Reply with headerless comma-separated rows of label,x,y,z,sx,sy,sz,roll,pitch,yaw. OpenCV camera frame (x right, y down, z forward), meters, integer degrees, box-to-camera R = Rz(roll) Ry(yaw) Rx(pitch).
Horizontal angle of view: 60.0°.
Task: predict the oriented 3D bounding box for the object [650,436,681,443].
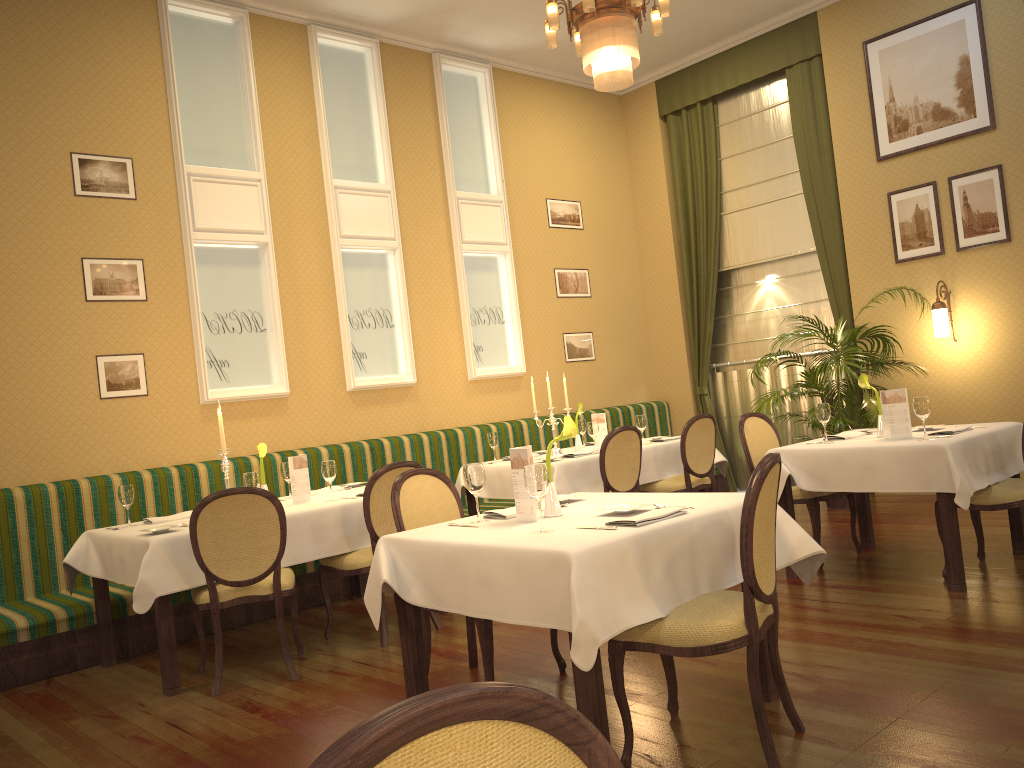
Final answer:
object,1.227,0.437,7.005,0.273,0.024,0.142,-6,-1,-42

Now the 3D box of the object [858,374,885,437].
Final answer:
object,2.130,0.124,5.212,0.076,0.375,0.163,-6,-1,-20

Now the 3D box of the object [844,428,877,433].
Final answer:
object,2.198,0.300,5.584,0.160,0.024,0.160,-6,-1,-42

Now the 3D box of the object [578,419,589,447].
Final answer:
object,0.588,0.411,7.379,0.088,0.229,0.088,-7,-1,6

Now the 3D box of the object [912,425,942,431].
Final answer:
object,2.461,0.265,5.271,0.160,0.024,0.160,-6,-1,-42

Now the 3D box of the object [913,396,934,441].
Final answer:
object,2.177,0.183,4.694,0.088,0.229,0.088,-7,-1,6

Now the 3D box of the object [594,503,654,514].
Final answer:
object,0.411,0.461,3.239,0.160,0.024,0.160,-6,-1,-42

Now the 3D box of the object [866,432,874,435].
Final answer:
object,2.154,0.308,5.481,0.038,0.015,0.181,-6,-1,-41

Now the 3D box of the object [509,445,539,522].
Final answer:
object,0.045,0.378,3.355,0.081,0.277,0.166,-7,-1,4

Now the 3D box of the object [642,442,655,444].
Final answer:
object,1.043,0.461,6.927,0.017,0.010,0.185,-6,-1,-42

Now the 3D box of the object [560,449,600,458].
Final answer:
object,0.492,0.506,6.406,0.273,0.033,0.142,-6,-1,-42

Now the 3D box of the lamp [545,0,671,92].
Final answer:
lamp,0.400,-2.362,4.374,0.593,1.796,0.593,-5,-1,-45

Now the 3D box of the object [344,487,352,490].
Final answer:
object,-1.098,0.682,5.793,0.038,0.015,0.181,-6,-1,-41

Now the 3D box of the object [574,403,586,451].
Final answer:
object,0.534,0.337,7.018,0.076,0.375,0.163,-7,-1,35

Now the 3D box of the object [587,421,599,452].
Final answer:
object,0.606,0.394,6.552,0.088,0.229,0.088,-7,-1,6

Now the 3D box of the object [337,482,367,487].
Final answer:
object,-1.053,0.674,5.896,0.160,0.024,0.160,-6,-1,-42

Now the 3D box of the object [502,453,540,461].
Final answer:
object,0.068,0.561,6.827,0.273,0.033,0.142,-6,-1,-42

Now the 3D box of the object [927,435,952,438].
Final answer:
object,2.264,0.284,4.764,0.017,0.010,0.185,-6,-1,-42

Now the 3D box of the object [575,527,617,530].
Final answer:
object,0.276,0.477,2.950,0.017,0.010,0.185,-6,-1,-42

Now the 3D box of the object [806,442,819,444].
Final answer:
object,1.805,0.344,5.188,0.017,0.010,0.185,-6,-1,-41

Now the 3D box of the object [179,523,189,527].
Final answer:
object,-1.653,0.722,4.521,0.038,0.015,0.181,-6,-1,-41

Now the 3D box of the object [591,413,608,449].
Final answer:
object,0.672,0.372,6.978,0.081,0.277,0.166,-6,-1,-26

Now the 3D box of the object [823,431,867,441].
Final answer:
object,2.020,0.314,5.380,0.273,0.033,0.142,-6,-1,-42

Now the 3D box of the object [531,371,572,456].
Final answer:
object,0.302,0.222,6.768,0.131,0.655,0.390,-6,-1,-36

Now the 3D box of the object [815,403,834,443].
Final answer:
object,1.849,0.230,5.253,0.088,0.229,0.088,-7,-1,6

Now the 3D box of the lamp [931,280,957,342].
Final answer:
lamp,3.525,-0.592,7.266,0.114,0.513,0.323,-7,-1,37

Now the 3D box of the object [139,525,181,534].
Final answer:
object,-1.736,0.725,4.380,0.160,0.024,0.160,-6,-1,-42

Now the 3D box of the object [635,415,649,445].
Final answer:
object,0.999,0.354,6.818,0.088,0.229,0.088,-7,-1,6

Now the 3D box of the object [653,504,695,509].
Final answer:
object,0.584,0.445,3.215,0.038,0.015,0.181,-6,-1,-41

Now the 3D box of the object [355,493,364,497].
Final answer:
object,-0.763,0.630,5.191,0.273,0.024,0.142,-6,-1,-42

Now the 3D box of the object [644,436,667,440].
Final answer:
object,1.178,0.445,7.216,0.160,0.024,0.160,-6,-1,-42

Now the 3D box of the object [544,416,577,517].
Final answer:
object,0.177,0.312,3.366,0.163,0.375,0.076,-7,-1,25

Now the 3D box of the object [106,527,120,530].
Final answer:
object,-2.184,0.788,4.851,0.038,0.015,0.181,-6,-1,-41

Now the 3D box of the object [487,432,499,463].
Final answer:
object,-0.138,0.481,6.723,0.088,0.229,0.088,-7,-1,6

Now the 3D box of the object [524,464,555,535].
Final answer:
object,0.091,0.389,3.007,0.088,0.229,0.088,-6,-1,0

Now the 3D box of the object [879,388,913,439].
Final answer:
object,2.138,0.170,4.991,0.081,0.277,0.166,-6,-1,-36

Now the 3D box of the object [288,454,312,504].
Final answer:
object,-1.233,0.557,5.223,0.081,0.277,0.166,-7,-1,9

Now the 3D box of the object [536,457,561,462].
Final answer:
object,0.253,0.532,6.194,0.160,0.024,0.160,-6,-1,-42

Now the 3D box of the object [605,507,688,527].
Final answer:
object,0.459,0.453,3.028,0.273,0.024,0.142,-6,-1,-42

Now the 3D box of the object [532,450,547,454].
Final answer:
object,0.233,0.550,7.093,0.160,0.024,0.160,-6,-1,-42

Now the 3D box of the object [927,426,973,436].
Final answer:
object,2.444,0.262,4.947,0.273,0.024,0.142,-6,-1,-42

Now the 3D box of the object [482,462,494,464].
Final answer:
object,-0.195,0.595,6.666,0.038,0.015,0.181,-6,-1,-41

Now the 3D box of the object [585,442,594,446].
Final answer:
object,0.758,0.495,7.506,0.273,0.033,0.142,-6,-1,-42
